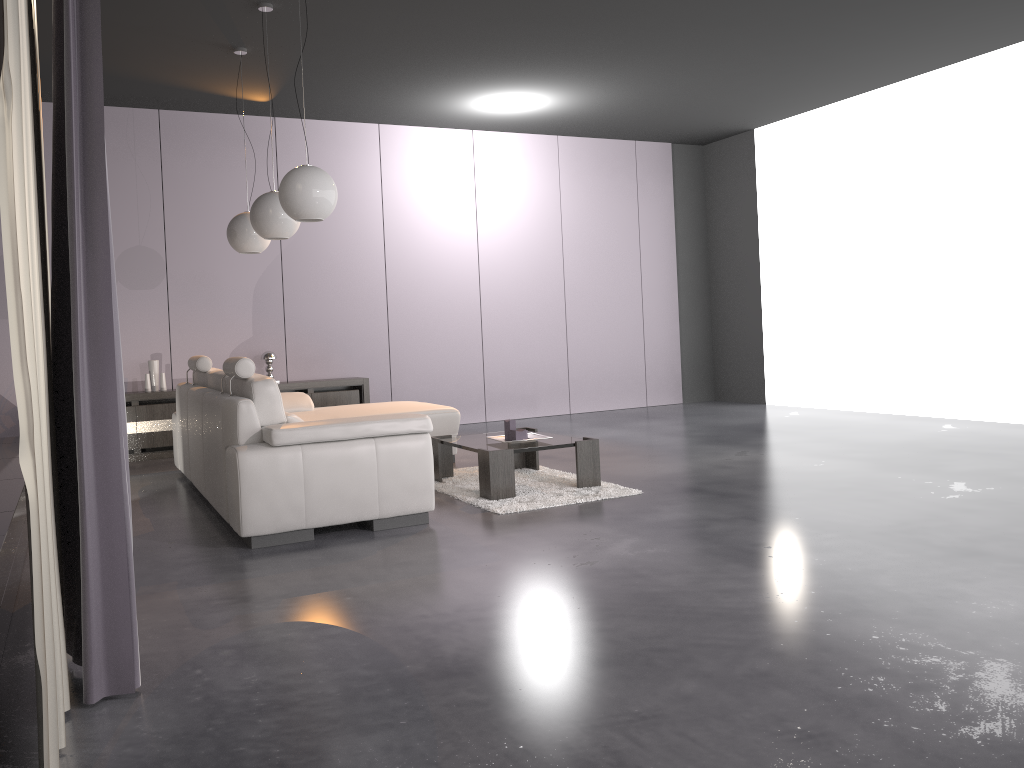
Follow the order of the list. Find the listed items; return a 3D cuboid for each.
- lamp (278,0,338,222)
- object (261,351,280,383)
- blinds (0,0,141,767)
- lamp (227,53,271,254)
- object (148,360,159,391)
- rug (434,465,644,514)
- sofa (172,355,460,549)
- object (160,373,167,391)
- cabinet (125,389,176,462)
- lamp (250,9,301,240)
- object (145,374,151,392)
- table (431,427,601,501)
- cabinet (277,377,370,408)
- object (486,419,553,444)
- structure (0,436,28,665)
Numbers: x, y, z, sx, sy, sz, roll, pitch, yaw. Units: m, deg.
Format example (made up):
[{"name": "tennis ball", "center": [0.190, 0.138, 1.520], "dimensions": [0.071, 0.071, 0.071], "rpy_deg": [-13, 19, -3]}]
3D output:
[{"name": "lamp", "center": [-1.108, -1.574, 4.697], "dimensions": [0.306, 1.414, 0.307], "rpy_deg": [-2, 1, 31]}, {"name": "object", "center": [-2.173, -0.151, 7.931], "dimensions": [0.140, 0.284, 0.140], "rpy_deg": [-3, 1, -26]}, {"name": "blinds", "center": [-1.273, -0.671, 2.533], "dimensions": [0.249, 2.994, 3.289], "rpy_deg": [-3, 2, -26]}, {"name": "lamp", "center": [-1.884, -1.632, 6.260], "dimensions": [0.307, 1.414, 0.307], "rpy_deg": [-3, 1, -23]}, {"name": "object", "center": [-3.049, -0.072, 7.546], "dimensions": [0.089, 0.263, 0.089], "rpy_deg": [-2, 1, 25]}, {"name": "rug", "center": [-0.002, 0.599, 5.332], "dimensions": [0.917, 0.023, 1.527], "rpy_deg": [-4, 4, -26]}, {"name": "sofa", "center": [-1.025, 0.209, 5.601], "dimensions": [1.870, 0.858, 2.863], "rpy_deg": [-4, 3, -26]}, {"name": "object", "center": [-2.953, -0.018, 7.495], "dimensions": [0.051, 0.152, 0.051], "rpy_deg": [-2, 1, 42]}, {"name": "cabinet", "center": [-3.152, 0.350, 7.410], "dimensions": [1.073, 0.554, 0.377], "rpy_deg": [-4, 2, -26]}, {"name": "lamp", "center": [-1.486, -1.603, 5.464], "dimensions": [0.307, 1.414, 0.307], "rpy_deg": [-3, 1, -23]}, {"name": "object", "center": [-3.061, -0.010, 7.441], "dimensions": [0.051, 0.152, 0.051], "rpy_deg": [-2, 1, 42]}, {"name": "table", "center": [-0.006, 0.460, 5.347], "dimensions": [0.701, 0.270, 0.905], "rpy_deg": [-4, 4, -26]}, {"name": "cabinet", "center": [-1.857, 0.253, 8.052], "dimensions": [1.073, 0.554, 0.377], "rpy_deg": [-4, 2, -26]}, {"name": "object", "center": [0.038, 0.271, 5.243], "dimensions": [0.304, 0.136, 0.304], "rpy_deg": [-4, 3, -22]}, {"name": "structure", "center": [-2.078, 0.714, 2.616], "dimensions": [1.001, 0.300, 8.774], "rpy_deg": [-4, 4, -26]}]
